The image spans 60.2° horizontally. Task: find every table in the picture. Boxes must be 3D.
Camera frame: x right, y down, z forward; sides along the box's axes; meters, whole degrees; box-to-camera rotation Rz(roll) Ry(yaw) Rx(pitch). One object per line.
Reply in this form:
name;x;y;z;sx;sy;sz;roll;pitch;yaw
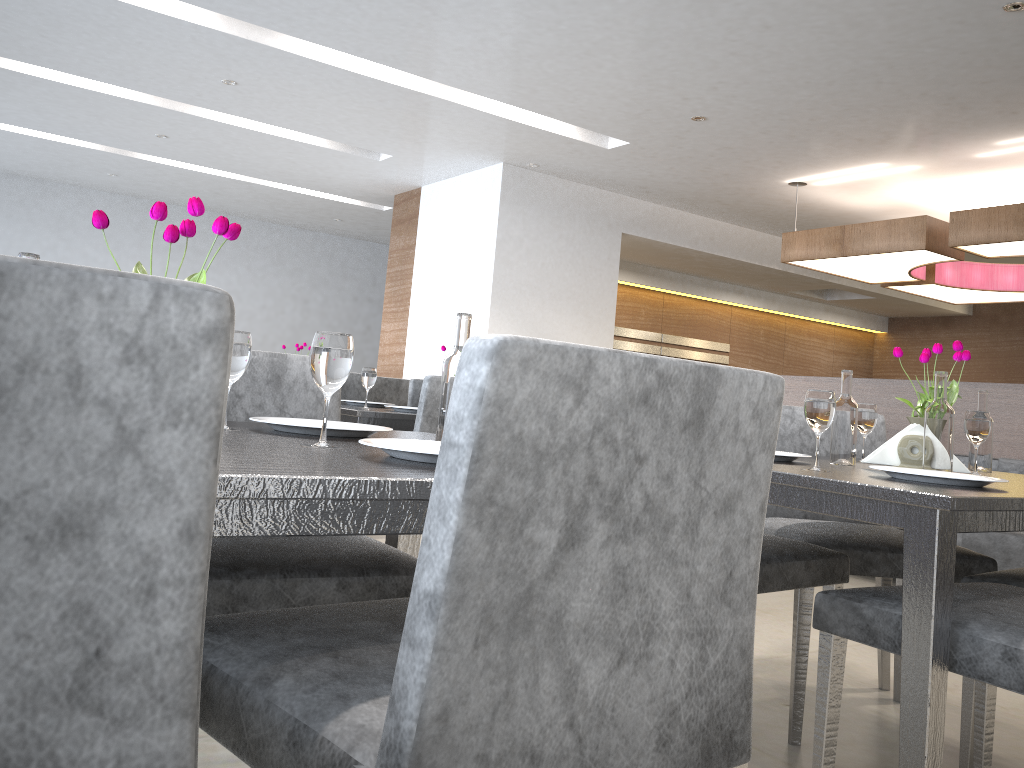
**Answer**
table;-0.455;0.375;0.999;1.183;0.638;0.777;6;-3;-35
table;-0.237;0.430;3.328;1.183;0.638;0.777;6;-3;-35
table;0.821;0.500;1.802;1.183;0.638;0.777;6;-3;-35

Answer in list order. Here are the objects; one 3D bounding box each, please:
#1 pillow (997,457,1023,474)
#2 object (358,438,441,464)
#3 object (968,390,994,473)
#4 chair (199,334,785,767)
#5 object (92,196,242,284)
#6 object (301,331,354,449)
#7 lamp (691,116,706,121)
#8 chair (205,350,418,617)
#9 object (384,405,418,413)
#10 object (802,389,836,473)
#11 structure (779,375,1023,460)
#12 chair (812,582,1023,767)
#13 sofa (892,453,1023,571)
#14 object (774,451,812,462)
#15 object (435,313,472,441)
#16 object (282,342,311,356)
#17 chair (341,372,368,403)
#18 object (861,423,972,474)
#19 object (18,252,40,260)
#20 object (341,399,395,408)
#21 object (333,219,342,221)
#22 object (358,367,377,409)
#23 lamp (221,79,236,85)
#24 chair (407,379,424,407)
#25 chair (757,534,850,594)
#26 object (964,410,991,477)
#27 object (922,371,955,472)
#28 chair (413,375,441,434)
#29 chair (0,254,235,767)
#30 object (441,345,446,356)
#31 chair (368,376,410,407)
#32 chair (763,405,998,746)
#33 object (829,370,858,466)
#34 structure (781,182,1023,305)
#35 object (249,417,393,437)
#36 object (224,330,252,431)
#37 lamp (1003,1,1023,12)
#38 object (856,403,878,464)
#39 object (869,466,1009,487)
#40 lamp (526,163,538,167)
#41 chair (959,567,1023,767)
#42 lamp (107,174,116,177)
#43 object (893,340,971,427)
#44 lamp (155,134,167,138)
pillow;2.507;0.507;4.013;0.180;0.322;0.638;8;-3;-35
object;-0.072;0.082;1.039;0.217;0.015;0.215;4;-1;33
object;1.159;0.116;2.182;0.052;0.202;0.051;4;-5;8
chair;-0.060;0.346;0.898;0.474;0.767;0.492;8;-5;-39
object;-0.407;-0.079;1.023;0.154;0.278;0.104;8;-6;-37
object;-0.224;0.007;1.080;0.053;0.140;0.053;4;-5;13
lamp;1.133;-1.616;5.381;0.089;0.007;0.088;5;-1;10
chair;-0.427;0.322;1.444;0.475;0.767;0.491;7;-5;-30
object;-0.332;0.090;3.039;0.216;0.015;0.217;6;-1;-35
object;0.532;0.081;1.535;0.053;0.140;0.053;4;-5;13
structure;2.066;0.475;5.267;0.223;1.013;3.773;9;-3;-35
chair;0.818;0.430;1.357;0.475;0.767;0.491;7;-5;-30
sofa;1.626;0.625;4.951;0.831;0.632;3.798;7;-2;-35
object;0.507;0.145;1.830;0.217;0.015;0.215;4;-1;36
object;-0.080;-0.006;1.329;0.052;0.202;0.051;3;-5;20
object;-1.154;-0.088;4.742;0.154;0.278;0.104;8;-6;-37
chair;-0.659;0.332;3.472;0.474;0.767;0.492;8;-5;-39
object;0.811;0.129;1.777;0.203;0.100;0.069;4;-4;25
object;-0.584;-0.055;1.045;0.052;0.202;0.051;3;-5;20
object;-0.552;0.076;3.355;0.216;0.015;0.217;6;-1;-35
object;-1.936;-1.818;9.806;0.089;0.007;0.088;5;-1;10
object;-0.492;0.013;3.011;0.053;0.140;0.053;4;-5;13
lamp;-1.756;-1.869;5.478;0.089;0.007;0.088;5;-1;10
chair;-0.209;0.377;3.772;0.475;0.767;0.491;7;-5;-30
chair;0.389;0.401;1.943;0.474;0.767;0.492;8;-5;-39
object;1.014;0.129;1.929;0.053;0.140;0.053;4;-5;13
object;0.804;0.077;1.665;0.052;0.202;0.051;4;-5;8
chair;-0.240;0.360;2.883;0.475;0.767;0.491;7;-5;-30
chair;-0.458;0.305;0.554;0.475;0.767;0.491;7;-5;-30
object;-0.189;-0.024;3.351;0.154;0.278;0.104;8;-6;-37
chair;-0.807;0.337;4.617;0.474;0.767;0.492;8;-5;-39
chair;0.862;0.448;2.259;0.476;0.767;0.489;5;-4;-5
object;0.703;0.071;1.869;0.052;0.202;0.051;4;-5;8
structure;3.728;-1.076;6.343;2.434;0.622;2.442;6;-1;-35
object;-0.291;0.068;1.356;0.217;0.015;0.215;4;-1;33
object;-0.400;-0.006;1.250;0.053;0.140;0.053;4;-5;13
lamp;2.079;-1.559;3.655;0.089;0.007;0.088;5;-1;10
object;0.838;0.116;2.100;0.053;0.140;0.053;4;-5;13
object;0.726;0.160;1.513;0.217;0.015;0.215;4;-1;36
lamp;0.154;-1.680;6.793;0.089;0.007;0.088;5;-1;10
chair;1.216;0.470;1.701;0.474;0.767;0.492;8;-5;-39
lamp;-3.846;-2.006;8.491;0.089;0.007;0.088;5;-1;10
object;0.869;0.046;1.826;0.154;0.278;0.104;8;-6;-37
lamp;-2.742;-1.934;6.899;0.089;0.007;0.088;5;-1;10
